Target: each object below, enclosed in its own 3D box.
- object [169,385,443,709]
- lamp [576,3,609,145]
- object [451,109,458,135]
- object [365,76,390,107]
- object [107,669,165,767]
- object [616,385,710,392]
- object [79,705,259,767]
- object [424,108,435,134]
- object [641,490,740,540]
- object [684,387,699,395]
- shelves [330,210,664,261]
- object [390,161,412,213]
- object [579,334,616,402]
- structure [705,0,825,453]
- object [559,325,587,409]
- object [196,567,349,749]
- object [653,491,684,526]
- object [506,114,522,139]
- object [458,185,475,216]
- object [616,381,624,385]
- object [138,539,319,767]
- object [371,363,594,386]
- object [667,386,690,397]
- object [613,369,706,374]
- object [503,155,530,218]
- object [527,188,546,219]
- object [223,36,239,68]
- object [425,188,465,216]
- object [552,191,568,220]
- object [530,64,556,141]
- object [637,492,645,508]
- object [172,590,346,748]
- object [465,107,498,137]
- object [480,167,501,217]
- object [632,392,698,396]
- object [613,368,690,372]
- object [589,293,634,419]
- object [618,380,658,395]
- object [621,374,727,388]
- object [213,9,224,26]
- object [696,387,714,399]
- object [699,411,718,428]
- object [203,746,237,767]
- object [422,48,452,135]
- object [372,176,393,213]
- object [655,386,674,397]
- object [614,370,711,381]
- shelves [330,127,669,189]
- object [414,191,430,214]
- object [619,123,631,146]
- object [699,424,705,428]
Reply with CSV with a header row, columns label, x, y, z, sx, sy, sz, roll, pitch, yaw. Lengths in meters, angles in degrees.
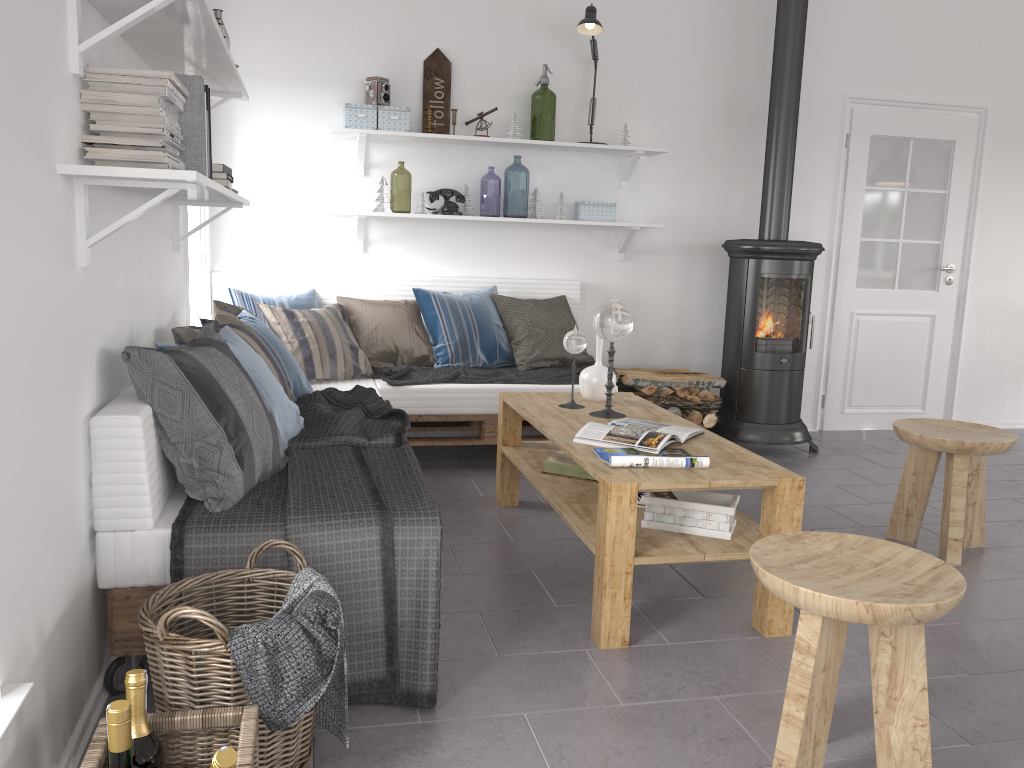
label,x,y,z,sx,sy,sz,roll,pitch,yaw
object,-0.657,0.378,2.934,0.685,0.533,1.892,0,9,-14
lamp,0.435,-1.643,4.752,0.196,0.703,0.439,3,9,7
object,-0.309,-1.390,4.737,0.052,0.148,0.052,9,12,38
object,-0.697,-1.528,4.661,0.117,0.157,0.121,9,11,36
object,-0.658,0.689,1.548,0.094,0.361,0.127,0,9,-13
object,0.850,0.031,5.048,0.562,0.057,0.097,0,9,-14
object,-0.584,0.756,1.523,0.276,0.270,0.276,0,9,-13
object,-0.436,-1.389,4.689,0.085,0.152,0.085,4,9,10
object,0.556,0.398,2.769,0.281,0.102,0.155,5,10,19
object,0.940,0.008,4.993,0.044,0.034,0.425,0,9,-14
shelves,-0.072,-0.806,4.881,1.820,0.212,0.269,0,9,-13
object,-0.588,-1.039,4.695,0.111,0.270,0.111,3,9,5
object,0.359,-0.089,3.681,0.155,0.325,0.155,-6,12,-42
structure,1.486,-2.048,4.790,0.643,4.887,0.626,-5,11,-37
object,0.246,-0.071,3.528,0.109,0.329,0.109,-7,13,-44
object,-0.539,0.613,1.908,0.349,0.356,0.290,-1,10,-19
object,0.498,0.370,2.796,0.182,0.139,0.090,10,12,41
object,0.014,-1.383,4.770,0.075,0.147,0.075,11,13,43
object,-0.254,-1.005,4.853,0.127,0.176,0.007,1,9,-8
object,0.827,0.025,5.165,0.483,0.097,0.123,0,9,-11
object,-0.580,0.602,1.890,0.393,0.432,0.393,-2,10,-26
object,-0.101,0.133,4.641,1.449,0.508,0.716,-2,10,-23
object,0.867,0.005,4.988,0.096,0.068,0.467,0,9,-14
object,0.836,-0.048,5.036,0.541,0.070,0.101,0,9,-12
object,0.024,-1.072,4.835,0.137,0.335,0.137,-2,10,-24
object,0.134,-1.006,4.939,0.097,0.178,0.103,10,12,39
object,-0.968,-1.098,2.934,0.124,0.100,0.124,4,9,9
object,-0.365,-0.981,4.785,0.203,0.146,0.171,4,9,10
object,0.269,-0.992,4.940,0.088,0.161,0.093,1,9,-4
object,0.172,-1.520,4.811,0.136,0.415,0.136,5,10,20
object,0.475,0.320,3.070,0.302,0.161,0.302,-1,10,-17
object,-0.520,0.606,1.850,0.367,0.332,0.303,8,11,32
object,-0.168,-1.402,4.776,0.092,0.172,0.177,-7,13,-45
object,-0.116,-1.041,4.814,0.111,0.270,0.111,3,9,5
object,0.841,0.071,4.939,0.538,0.082,0.099,0,9,-14
object,0.809,-0.060,5.115,0.467,0.063,0.095,0,9,-13
object,0.377,-0.111,3.369,0.155,0.468,0.155,-4,11,-34
object,0.699,0.004,4.944,0.098,0.061,0.467,0,9,-12
object,0.881,-0.016,4.832,0.571,0.079,0.115,0,9,-12
object,-0.939,-1.112,2.837,0.066,0.160,0.066,-2,10,-26
object,1.006,0.007,5.018,0.098,0.088,0.466,0,9,-12
object,1.021,0.138,5.064,0.118,0.142,0.520,1,9,-10
object,-0.522,0.714,1.511,0.095,0.332,0.284,-4,11,-34
object,-0.406,-1.568,4.789,0.154,0.480,0.053,1,9,-8
object,-0.684,-1.005,4.697,0.113,0.195,0.107,1,9,-6
object,0.779,0.006,4.968,0.098,0.060,0.467,0,9,-10
object,0.851,-0.034,4.933,0.562,0.074,0.095,0,9,-12
shelves,-0.057,-1.211,4.816,1.820,0.212,0.269,0,9,-13
object,-0.472,-0.961,4.695,0.072,0.124,0.068,-3,10,-28
object,0.632,-1.386,4.952,0.073,0.142,0.072,5,10,19
object,0.867,0.219,4.894,0.468,0.069,0.095,0,9,-13
